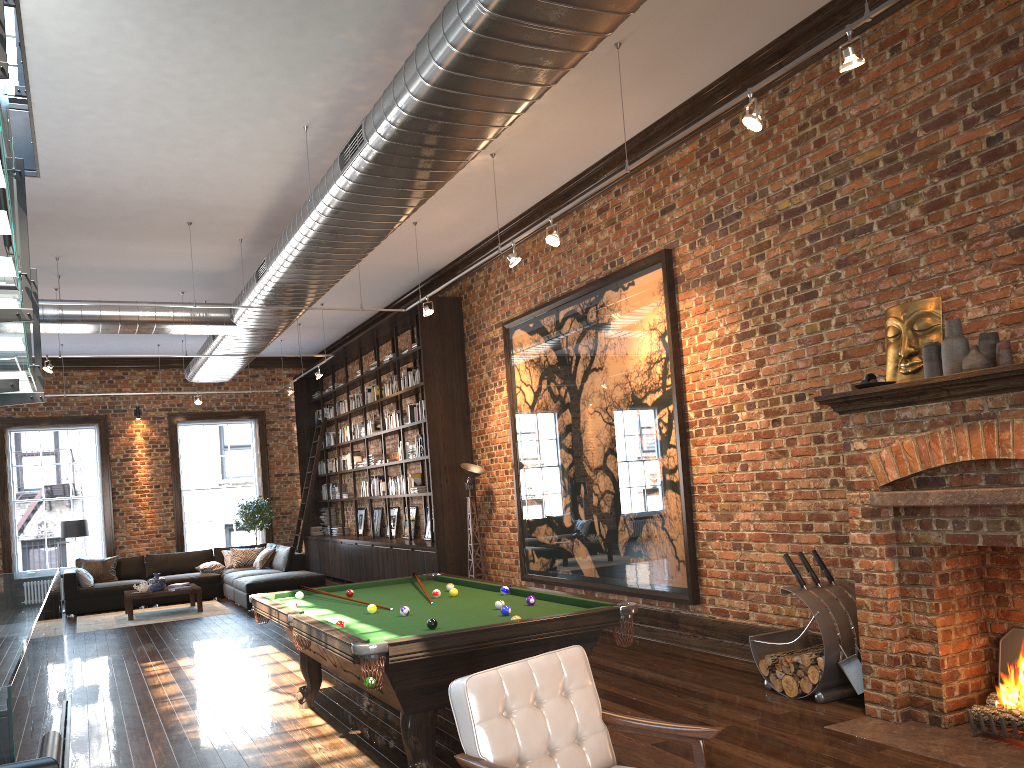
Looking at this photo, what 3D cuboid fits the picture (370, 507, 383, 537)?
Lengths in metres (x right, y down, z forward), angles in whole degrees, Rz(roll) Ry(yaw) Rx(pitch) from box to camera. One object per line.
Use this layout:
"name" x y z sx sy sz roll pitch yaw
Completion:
"picture" -2.319 2.368 15.201 0.112 0.496 0.510 -3 -4 -26

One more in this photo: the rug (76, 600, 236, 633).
"rug" -5.248 3.381 12.981 2.018 0.003 2.129 -1 -7 -26

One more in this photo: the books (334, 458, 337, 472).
"books" -3.302 1.549 16.950 0.164 0.277 0.013 -3 -2 -26

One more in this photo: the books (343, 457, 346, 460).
"books" -3.009 1.467 16.358 0.177 0.263 0.042 -3 -2 -26

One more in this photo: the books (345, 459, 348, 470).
"books" -2.962 1.481 16.268 0.186 0.207 0.017 -2 -2 -26

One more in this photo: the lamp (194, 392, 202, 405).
"lamp" -5.545 0.250 15.659 0.114 0.229 0.113 -6 -3 33

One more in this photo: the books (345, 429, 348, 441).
"books" -2.933 0.941 16.129 0.181 0.241 0.036 -3 -2 -26

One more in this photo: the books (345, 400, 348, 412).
"books" -2.934 0.417 16.079 0.160 0.263 0.011 -3 -2 -26

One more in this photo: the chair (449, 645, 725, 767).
"chair" 0.289 1.416 3.103 0.745 0.862 0.768 -8 -5 44

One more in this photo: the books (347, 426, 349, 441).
"books" -2.888 0.903 16.050 0.155 0.292 0.026 -3 -2 -26

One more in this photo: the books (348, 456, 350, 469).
"books" -2.874 1.428 16.055 0.183 0.251 0.015 -3 -2 -26

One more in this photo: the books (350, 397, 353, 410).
"books" -2.761 0.360 15.701 0.191 0.266 0.017 -3 -2 -26

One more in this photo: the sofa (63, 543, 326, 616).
"sofa" -5.050 3.062 13.840 3.495 0.801 3.473 -1 -7 -26

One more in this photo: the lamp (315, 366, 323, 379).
"lamp" -2.941 -0.187 13.524 0.114 0.229 0.113 -6 -3 39

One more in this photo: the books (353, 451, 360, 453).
"books" -2.794 1.370 15.949 0.161 0.330 0.006 -3 -2 -26

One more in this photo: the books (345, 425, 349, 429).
"books" -2.947 0.908 16.152 0.171 0.314 0.014 -3 -2 -26

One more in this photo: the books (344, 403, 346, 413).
"books" -2.963 0.450 16.107 0.178 0.207 0.034 -2 -2 -26

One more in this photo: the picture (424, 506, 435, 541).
"picture" -1.152 2.008 12.806 0.112 0.496 0.510 -3 -4 -26

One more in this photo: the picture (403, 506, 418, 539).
"picture" -1.569 2.137 13.661 0.112 0.496 0.510 -3 -4 -26

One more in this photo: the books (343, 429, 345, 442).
"books" -3.015 0.958 16.287 0.174 0.255 0.027 -3 -2 -26

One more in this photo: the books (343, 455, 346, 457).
"books" -3.022 1.458 16.390 0.169 0.288 0.026 -3 -2 -26

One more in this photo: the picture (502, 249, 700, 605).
"picture" 0.729 0.566 8.875 0.080 2.990 3.222 -3 -4 -26

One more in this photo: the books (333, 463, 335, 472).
"books" -3.349 1.605 17.045 0.175 0.195 0.031 -2 -2 -26

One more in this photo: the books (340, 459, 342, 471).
"books" -3.128 1.520 16.611 0.171 0.232 0.015 -3 -2 -26

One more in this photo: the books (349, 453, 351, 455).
"books" -2.882 1.404 16.129 0.154 0.316 0.013 -3 -2 -26

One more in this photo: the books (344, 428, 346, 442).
"books" -2.993 0.941 16.275 0.158 0.283 0.015 -3 -2 -26

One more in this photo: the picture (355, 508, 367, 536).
"picture" -2.748 2.500 16.082 0.112 0.496 0.510 -3 -4 -26

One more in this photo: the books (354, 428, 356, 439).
"books" -2.688 0.879 15.637 0.182 0.217 0.034 -2 -2 -26

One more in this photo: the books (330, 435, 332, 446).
"books" -3.397 1.095 17.073 0.186 0.218 0.021 -2 -2 -26

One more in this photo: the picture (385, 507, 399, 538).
"picture" -1.950 2.254 14.444 0.112 0.496 0.510 -3 -4 -26

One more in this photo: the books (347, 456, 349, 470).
"books" -2.882 1.424 16.066 0.189 0.262 0.010 -3 -2 -26

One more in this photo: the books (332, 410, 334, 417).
"books" -3.342 0.581 16.936 0.170 0.194 0.084 -2 -3 -26

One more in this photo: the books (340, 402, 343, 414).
"books" -3.078 0.467 16.380 0.178 0.254 0.036 -3 -2 -26

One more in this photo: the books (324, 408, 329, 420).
"books" -3.529 0.598 17.229 0.234 0.251 0.028 -2 -2 -26

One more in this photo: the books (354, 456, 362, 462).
"books" -2.763 1.410 15.881 0.147 0.232 0.036 -3 -2 -26

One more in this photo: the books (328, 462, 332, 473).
"books" -3.438 1.613 17.186 0.231 0.224 0.024 -2 -2 -26

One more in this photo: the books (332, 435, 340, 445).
"books" -3.345 1.085 16.965 0.185 0.210 0.069 -2 -3 -26

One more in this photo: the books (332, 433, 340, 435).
"books" -3.348 1.068 16.987 0.166 0.249 0.080 -3 -3 -26

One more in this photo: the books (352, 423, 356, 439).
"books" -2.728 0.842 15.706 0.183 0.313 0.013 -3 -2 -26

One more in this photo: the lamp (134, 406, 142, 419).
"lamp" -6.998 0.538 16.587 0.126 0.236 0.156 -3 -3 -26

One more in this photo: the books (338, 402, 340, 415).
"books" -3.137 0.473 16.489 0.183 0.274 0.013 -3 -2 -26

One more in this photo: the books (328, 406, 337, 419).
"books" -3.422 0.555 17.045 0.190 0.279 0.017 -3 -2 -26

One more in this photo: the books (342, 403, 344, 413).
"books" -3.036 0.461 16.282 0.156 0.237 0.034 -3 -2 -26

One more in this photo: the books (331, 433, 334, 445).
"books" -3.375 1.070 17.024 0.183 0.253 0.046 -3 -2 -26

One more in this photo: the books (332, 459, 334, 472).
"books" -3.387 1.584 17.135 0.180 0.262 0.015 -3 -2 -26

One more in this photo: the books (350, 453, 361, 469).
"books" -2.804 1.390 15.920 0.188 0.286 0.013 -3 -2 -26

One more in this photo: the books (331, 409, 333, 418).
"books" -3.378 0.577 16.976 0.173 0.213 0.025 -3 -2 -26

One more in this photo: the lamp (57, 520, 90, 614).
"lamp" -7.089 2.924 14.185 0.687 1.461 0.421 -4 -2 3

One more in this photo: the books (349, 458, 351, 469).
"books" -2.840 1.441 16.002 0.181 0.208 0.013 -2 -2 -26

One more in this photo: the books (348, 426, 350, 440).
"books" -2.846 0.892 15.947 0.178 0.285 0.088 -3 -2 -26

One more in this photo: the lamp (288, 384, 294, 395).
"lamp" -3.817 0.084 15.325 0.114 0.229 0.114 -5 -3 13

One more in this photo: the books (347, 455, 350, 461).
"books" -2.895 1.420 16.109 0.183 0.283 0.011 -3 -2 -26

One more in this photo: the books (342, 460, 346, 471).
"books" -3.010 1.492 16.307 0.235 0.202 0.046 -2 -3 -26

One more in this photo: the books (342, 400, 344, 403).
"books" -3.033 0.440 16.311 0.159 0.284 0.014 -3 -2 -26

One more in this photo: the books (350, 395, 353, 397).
"books" -2.805 0.353 15.827 0.165 0.314 0.016 -3 -2 -26

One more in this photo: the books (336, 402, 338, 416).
"books" -3.178 0.483 16.574 0.187 0.279 0.028 -3 -2 -26
